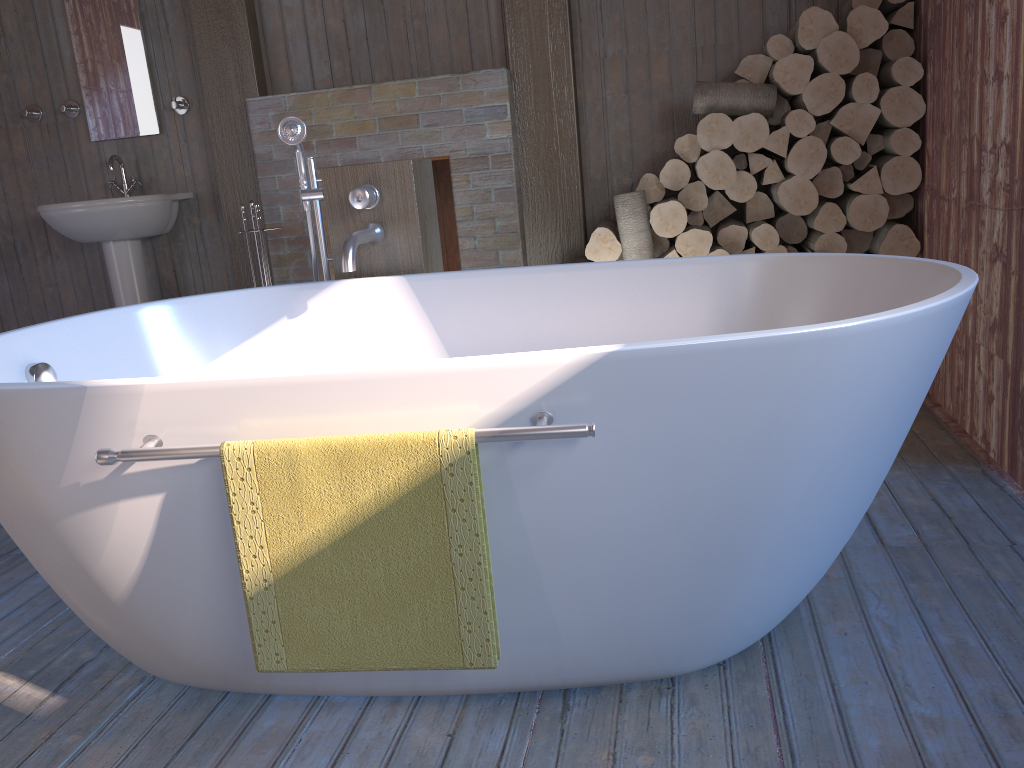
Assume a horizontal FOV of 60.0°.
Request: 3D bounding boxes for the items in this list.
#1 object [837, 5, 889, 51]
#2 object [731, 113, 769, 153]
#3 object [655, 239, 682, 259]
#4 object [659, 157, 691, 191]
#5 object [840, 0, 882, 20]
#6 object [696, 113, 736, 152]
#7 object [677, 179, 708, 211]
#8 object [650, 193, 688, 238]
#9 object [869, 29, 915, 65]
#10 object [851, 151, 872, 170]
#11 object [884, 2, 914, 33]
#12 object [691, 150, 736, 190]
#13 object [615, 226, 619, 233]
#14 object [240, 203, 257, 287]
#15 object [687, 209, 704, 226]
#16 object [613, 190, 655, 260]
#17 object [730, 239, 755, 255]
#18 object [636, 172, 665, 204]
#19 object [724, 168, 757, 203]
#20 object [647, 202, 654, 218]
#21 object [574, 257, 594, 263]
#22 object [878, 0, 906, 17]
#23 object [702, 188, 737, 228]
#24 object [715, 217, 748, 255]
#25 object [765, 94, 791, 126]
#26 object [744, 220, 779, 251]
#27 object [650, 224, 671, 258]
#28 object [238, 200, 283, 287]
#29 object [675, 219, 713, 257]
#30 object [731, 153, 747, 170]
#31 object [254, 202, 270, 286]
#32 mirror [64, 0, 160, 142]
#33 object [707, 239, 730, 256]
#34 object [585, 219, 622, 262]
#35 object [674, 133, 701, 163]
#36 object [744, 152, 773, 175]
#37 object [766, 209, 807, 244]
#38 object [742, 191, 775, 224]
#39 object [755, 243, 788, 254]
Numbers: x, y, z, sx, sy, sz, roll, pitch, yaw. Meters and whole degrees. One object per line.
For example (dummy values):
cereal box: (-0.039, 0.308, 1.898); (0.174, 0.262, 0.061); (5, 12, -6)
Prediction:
object: (1.250, -1.268, 3.220); (0.133, 0.142, 0.456); (-2, 14, 13)
object: (0.883, -0.949, 3.352); (0.138, 0.147, 0.440); (-3, 14, 12)
object: (0.607, -0.472, 3.549); (0.155, 0.174, 0.483); (-3, 14, 10)
object: (0.632, -0.814, 3.423); (0.115, 0.123, 0.291); (-2, 14, 12)
object: (1.263, -1.367, 3.208); (0.104, 0.121, 0.270); (-2, 14, 12)
object: (0.769, -0.957, 3.372); (0.135, 0.145, 0.439); (-3, 14, 12)
object: (0.700, -0.734, 3.448); (0.111, 0.113, 0.301); (-3, 14, 11)
object: (0.617, -0.665, 3.472); (0.138, 0.147, 0.440); (-3, 14, 12)
object: (1.377, -1.219, 3.225); (0.107, 0.115, 0.269); (-2, 14, 13)
object: (1.282, -0.830, 3.292); (0.067, 0.069, 0.177); (-3, 14, 12)
object: (1.380, -1.316, 3.216); (0.081, 0.100, 0.281); (-3, 14, 11)
object: (0.768, -0.822, 3.400); (0.141, 0.143, 0.437); (-3, 14, 10)
object: (0.483, -0.627, 3.619); (0.099, 0.093, 0.280); (-2, 14, 12)
object: (-1.139, -0.332, 3.771); (0.136, 0.846, 0.062); (-7, 13, -7)
object: (0.714, -0.656, 3.466); (0.064, 0.068, 0.174); (-3, 14, 11)
object: (0.462, -0.576, 3.345); (0.147, 0.298, 0.109); (-2, 14, 14)
object: (0.891, -0.505, 3.463); (0.086, 0.089, 0.279); (-3, 14, 9)
object: (0.543, -0.777, 3.500); (0.114, 0.113, 0.301); (-3, 14, 9)
object: (0.869, -0.764, 3.394); (0.115, 0.123, 0.291); (-2, 14, 12)
object: (0.516, -0.710, 3.594); (0.108, 0.113, 0.302); (-3, 14, 12)
object: (0.292, -0.459, 3.641); (0.101, 0.103, 0.242); (-2, 14, 12)
object: (1.365, -1.395, 3.182); (0.112, 0.113, 0.271); (-3, 14, 12)
object: (0.819, -0.710, 3.523); (0.128, 0.150, 0.323); (-3, 14, 12)
object: (0.853, -0.578, 3.453); (0.114, 0.120, 0.303); (-2, 14, 12)
object: (0.993, -1.052, 3.404); (0.121, 0.124, 0.291); (-2, 14, 12)
object: (0.952, -0.586, 3.427); (0.098, 0.100, 0.437); (-3, 14, 10)
object: (0.581, -0.589, 3.596); (0.121, 0.124, 0.291); (-2, 14, 12)
object: (-1.060, -0.338, 3.808); (0.333, 0.888, 0.276); (-15, 16, -35)
object: (0.716, -0.567, 3.495); (0.139, 0.148, 0.458); (-3, 14, 12)
object: (0.856, -0.844, 3.364); (0.057, 0.061, 0.156); (-3, 14, 11)
object: (-0.997, -0.324, 3.733); (0.126, 0.871, 0.206); (-15, 16, -34)
mirror: (-1.827, -1.710, 3.927); (0.350, 1.199, 0.009); (-3, 14, 11)
object: (0.799, -0.501, 3.475); (0.098, 0.100, 0.437); (-3, 14, 10)
object: (0.376, -0.576, 3.551); (0.139, 0.137, 0.455); (-3, 14, 10)
object: (0.679, -0.908, 3.406); (0.106, 0.112, 0.282); (-2, 14, 12)
object: (0.934, -0.842, 3.365); (0.088, 0.092, 0.280); (-2, 14, 12)
object: (1.079, -0.624, 3.498); (0.116, 0.118, 0.289); (-3, 14, 9)
object: (0.967, -0.703, 3.499); (0.104, 0.127, 0.321); (-3, 14, 12)
object: (1.001, -0.495, 3.447); (0.111, 0.113, 0.301); (-3, 14, 10)
